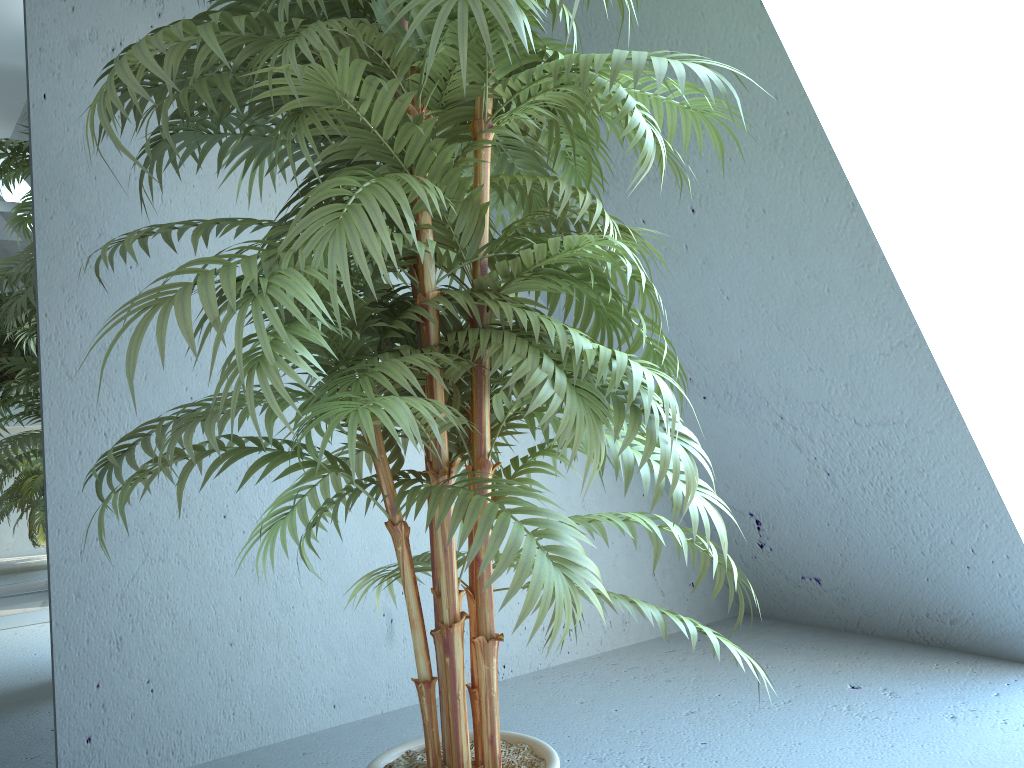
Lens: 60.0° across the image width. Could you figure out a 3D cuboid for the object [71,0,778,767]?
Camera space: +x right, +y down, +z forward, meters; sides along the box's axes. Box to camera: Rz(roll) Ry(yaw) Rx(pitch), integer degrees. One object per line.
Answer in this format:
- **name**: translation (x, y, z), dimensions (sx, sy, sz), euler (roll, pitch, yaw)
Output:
- **object**: translation (-0.111, -0.205, 1.325), dimensions (0.980, 2.034, 1.020), euler (-4, -2, 12)
